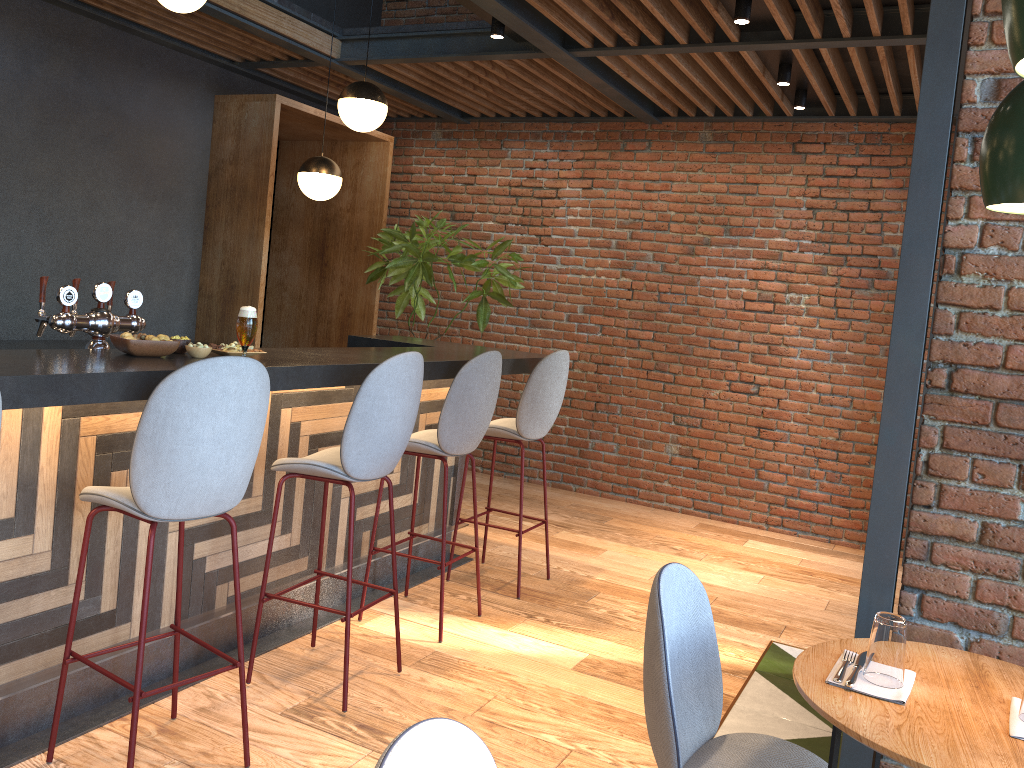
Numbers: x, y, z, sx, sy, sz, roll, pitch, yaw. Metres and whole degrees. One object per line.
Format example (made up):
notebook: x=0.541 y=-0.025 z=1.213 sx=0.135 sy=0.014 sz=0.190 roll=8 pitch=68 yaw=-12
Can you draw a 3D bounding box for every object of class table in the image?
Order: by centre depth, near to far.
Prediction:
table: x=0.897 y=1.022 z=1.809 sx=0.698 sy=0.745 sz=0.702 roll=4 pitch=4 yaw=-17

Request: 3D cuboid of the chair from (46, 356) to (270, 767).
chair: x=-1.013 y=0.507 z=2.586 sx=0.509 sy=1.240 sz=0.418 roll=8 pitch=4 yaw=38

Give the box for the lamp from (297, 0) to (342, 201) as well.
lamp: x=-0.999 y=-3.004 z=5.332 sx=0.268 sy=3.785 sz=0.269 roll=3 pitch=4 yaw=-43

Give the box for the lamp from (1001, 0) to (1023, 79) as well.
lamp: x=0.679 y=-1.304 z=0.792 sx=0.224 sy=2.017 sz=0.224 roll=7 pitch=3 yaw=30

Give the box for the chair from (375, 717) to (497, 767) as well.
chair: x=0.031 y=0.932 z=1.115 sx=0.508 sy=0.885 sz=0.418 roll=7 pitch=4 yaw=23

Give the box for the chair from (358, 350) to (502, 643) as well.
chair: x=-0.355 y=0.440 z=3.967 sx=0.509 sy=1.240 sz=0.418 roll=7 pitch=3 yaw=24

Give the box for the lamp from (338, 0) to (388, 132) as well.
lamp: x=-0.638 y=-3.256 z=4.741 sx=0.269 sy=3.785 sz=0.268 roll=8 pitch=3 yaw=36

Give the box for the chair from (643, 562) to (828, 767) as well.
chair: x=0.526 y=0.896 z=2.000 sx=0.509 sy=0.885 sz=0.418 roll=7 pitch=4 yaw=28

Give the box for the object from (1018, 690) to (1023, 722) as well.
object: x=1.040 y=0.592 z=1.725 sx=0.080 sy=0.138 sz=0.080 roll=7 pitch=4 yaw=13

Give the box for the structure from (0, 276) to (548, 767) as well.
structure: x=-2.115 y=0.231 z=3.516 sx=2.924 sy=1.393 sz=4.923 roll=8 pitch=6 yaw=26

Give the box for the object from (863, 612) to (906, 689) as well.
object: x=0.786 y=0.554 z=1.857 sx=0.080 sy=0.138 sz=0.080 roll=4 pitch=4 yaw=-27

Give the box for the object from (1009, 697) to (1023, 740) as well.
object: x=1.048 y=0.661 z=1.706 sx=0.158 sy=0.019 sz=0.243 roll=9 pitch=6 yaw=30

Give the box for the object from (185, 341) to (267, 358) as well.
object: x=-1.001 y=-0.120 z=3.016 sx=0.164 sy=0.052 sz=0.291 roll=9 pitch=6 yaw=35

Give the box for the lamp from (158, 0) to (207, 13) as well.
lamp: x=-1.394 y=-3.644 z=4.107 sx=0.269 sy=3.785 sz=0.268 roll=7 pitch=3 yaw=32

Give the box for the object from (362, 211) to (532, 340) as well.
object: x=-0.641 y=-0.295 z=6.861 sx=1.521 sy=2.092 sz=1.082 roll=8 pitch=4 yaw=32

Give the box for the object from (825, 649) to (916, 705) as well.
object: x=0.771 y=0.616 z=1.891 sx=0.158 sy=0.019 sz=0.243 roll=9 pitch=6 yaw=30

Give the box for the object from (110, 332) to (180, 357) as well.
object: x=-1.165 y=-0.127 z=2.809 sx=0.168 sy=0.072 sz=0.169 roll=1 pitch=7 yaw=-43

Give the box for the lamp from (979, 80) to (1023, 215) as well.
lamp: x=1.134 y=-1.346 z=1.696 sx=0.224 sy=2.017 sz=0.224 roll=7 pitch=3 yaw=30

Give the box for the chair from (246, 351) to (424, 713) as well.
chair: x=-0.632 y=0.471 z=3.250 sx=0.508 sy=1.240 sz=0.418 roll=7 pitch=3 yaw=23

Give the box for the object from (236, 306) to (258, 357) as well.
object: x=-0.881 y=-0.169 z=2.937 sx=0.070 sy=0.182 sz=0.070 roll=3 pitch=4 yaw=-43

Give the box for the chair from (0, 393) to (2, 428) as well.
chair: x=-1.426 y=0.530 z=1.919 sx=0.509 sy=1.240 sz=0.418 roll=8 pitch=4 yaw=32

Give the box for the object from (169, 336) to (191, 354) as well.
object: x=-1.135 y=-0.133 z=2.980 sx=0.078 sy=0.060 sz=0.108 roll=9 pitch=6 yaw=34

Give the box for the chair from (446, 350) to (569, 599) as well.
chair: x=-0.014 y=0.412 z=4.615 sx=0.509 sy=1.240 sz=0.418 roll=7 pitch=3 yaw=26
